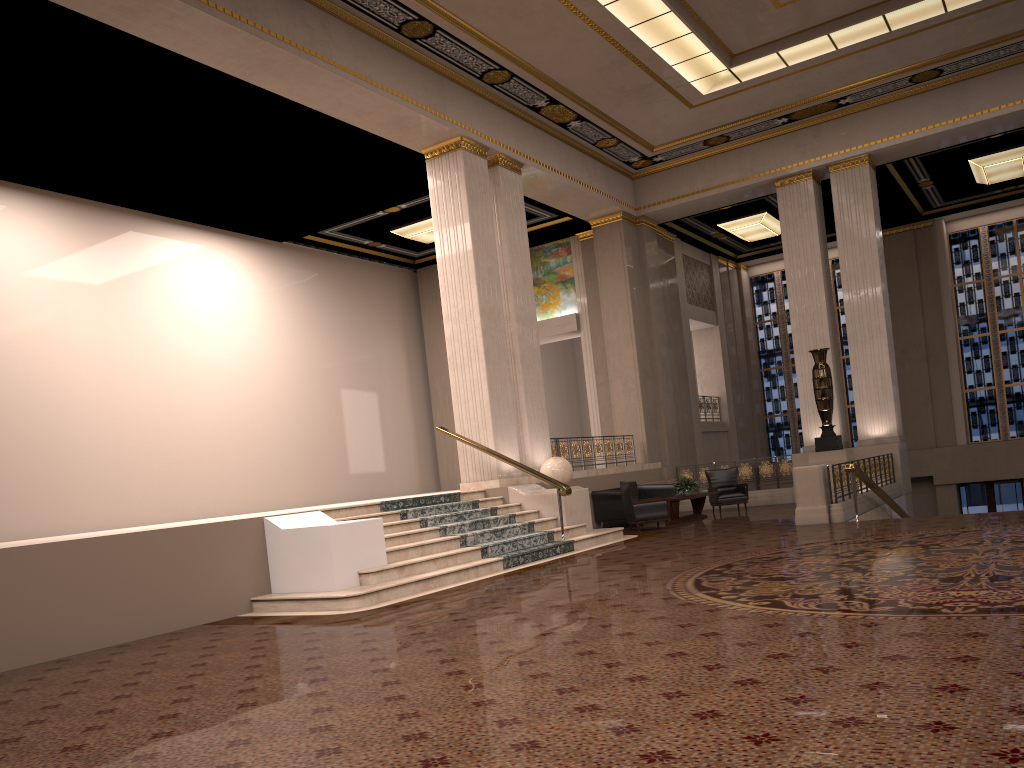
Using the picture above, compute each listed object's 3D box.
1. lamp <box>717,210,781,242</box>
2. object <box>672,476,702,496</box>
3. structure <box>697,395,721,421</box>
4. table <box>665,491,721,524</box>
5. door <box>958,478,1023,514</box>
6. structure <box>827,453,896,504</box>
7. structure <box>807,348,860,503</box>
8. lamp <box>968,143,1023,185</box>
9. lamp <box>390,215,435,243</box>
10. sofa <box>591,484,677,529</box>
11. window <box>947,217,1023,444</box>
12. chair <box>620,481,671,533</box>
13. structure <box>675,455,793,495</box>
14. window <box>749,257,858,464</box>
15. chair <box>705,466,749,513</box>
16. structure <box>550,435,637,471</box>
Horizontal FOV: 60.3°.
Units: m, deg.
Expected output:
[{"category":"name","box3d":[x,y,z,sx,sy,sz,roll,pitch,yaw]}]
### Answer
[{"category":"lamp","box3d":[5.814,-3.724,21.121,1.176,0.214,2.012,-10,-7,32]},{"category":"object","box3d":[3.081,1.792,15.576,0.522,0.376,0.506,-4,-4,-25]},{"category":"structure","box3d":[4.856,0.630,22.181,0.031,0.667,2.150,-6,-5,32]},{"category":"table","box3d":[3.102,2.217,15.730,0.845,0.435,1.471,-9,-6,32]},{"category":"door","box3d":[11.932,3.712,21.763,1.500,2.725,0.154,-7,0,32]},{"category":"structure","box3d":[5.706,1.455,14.131,0.080,0.536,4.924,-6,-5,32]},{"category":"structure","box3d":[5.681,0.766,15.853,0.704,2.789,0.696,-6,0,32]},{"category":"lamp","box3d":[10.230,-4.515,18.303,1.176,0.214,2.012,-10,-7,32]},{"category":"lamp","box3d":[-1.495,-3.226,18.300,1.728,0.214,1.165,-10,-7,32]},{"category":"sofa","box3d":[2.318,2.222,16.224,0.881,0.705,1.918,-9,-6,32]},{"category":"window","box3d":[12.565,-1.367,21.538,3.006,5.360,0.069,-7,0,32]},{"category":"chair","box3d":[2.177,1.974,14.411,0.716,0.844,0.650,-6,-2,-8]},{"category":"structure","box3d":[4.611,1.912,18.244,2.553,0.654,0.032,-10,-2,32]},{"category":"window","box3d":[8.280,-0.599,24.271,3.006,5.360,0.069,-7,0,32]},{"category":"chair","box3d":[4.160,2.040,17.031,0.647,0.844,0.720,-6,-2,-3]},{"category":"structure","box3d":[1.554,1.305,16.710,0.032,0.624,3.685,-6,-5,32]}]
